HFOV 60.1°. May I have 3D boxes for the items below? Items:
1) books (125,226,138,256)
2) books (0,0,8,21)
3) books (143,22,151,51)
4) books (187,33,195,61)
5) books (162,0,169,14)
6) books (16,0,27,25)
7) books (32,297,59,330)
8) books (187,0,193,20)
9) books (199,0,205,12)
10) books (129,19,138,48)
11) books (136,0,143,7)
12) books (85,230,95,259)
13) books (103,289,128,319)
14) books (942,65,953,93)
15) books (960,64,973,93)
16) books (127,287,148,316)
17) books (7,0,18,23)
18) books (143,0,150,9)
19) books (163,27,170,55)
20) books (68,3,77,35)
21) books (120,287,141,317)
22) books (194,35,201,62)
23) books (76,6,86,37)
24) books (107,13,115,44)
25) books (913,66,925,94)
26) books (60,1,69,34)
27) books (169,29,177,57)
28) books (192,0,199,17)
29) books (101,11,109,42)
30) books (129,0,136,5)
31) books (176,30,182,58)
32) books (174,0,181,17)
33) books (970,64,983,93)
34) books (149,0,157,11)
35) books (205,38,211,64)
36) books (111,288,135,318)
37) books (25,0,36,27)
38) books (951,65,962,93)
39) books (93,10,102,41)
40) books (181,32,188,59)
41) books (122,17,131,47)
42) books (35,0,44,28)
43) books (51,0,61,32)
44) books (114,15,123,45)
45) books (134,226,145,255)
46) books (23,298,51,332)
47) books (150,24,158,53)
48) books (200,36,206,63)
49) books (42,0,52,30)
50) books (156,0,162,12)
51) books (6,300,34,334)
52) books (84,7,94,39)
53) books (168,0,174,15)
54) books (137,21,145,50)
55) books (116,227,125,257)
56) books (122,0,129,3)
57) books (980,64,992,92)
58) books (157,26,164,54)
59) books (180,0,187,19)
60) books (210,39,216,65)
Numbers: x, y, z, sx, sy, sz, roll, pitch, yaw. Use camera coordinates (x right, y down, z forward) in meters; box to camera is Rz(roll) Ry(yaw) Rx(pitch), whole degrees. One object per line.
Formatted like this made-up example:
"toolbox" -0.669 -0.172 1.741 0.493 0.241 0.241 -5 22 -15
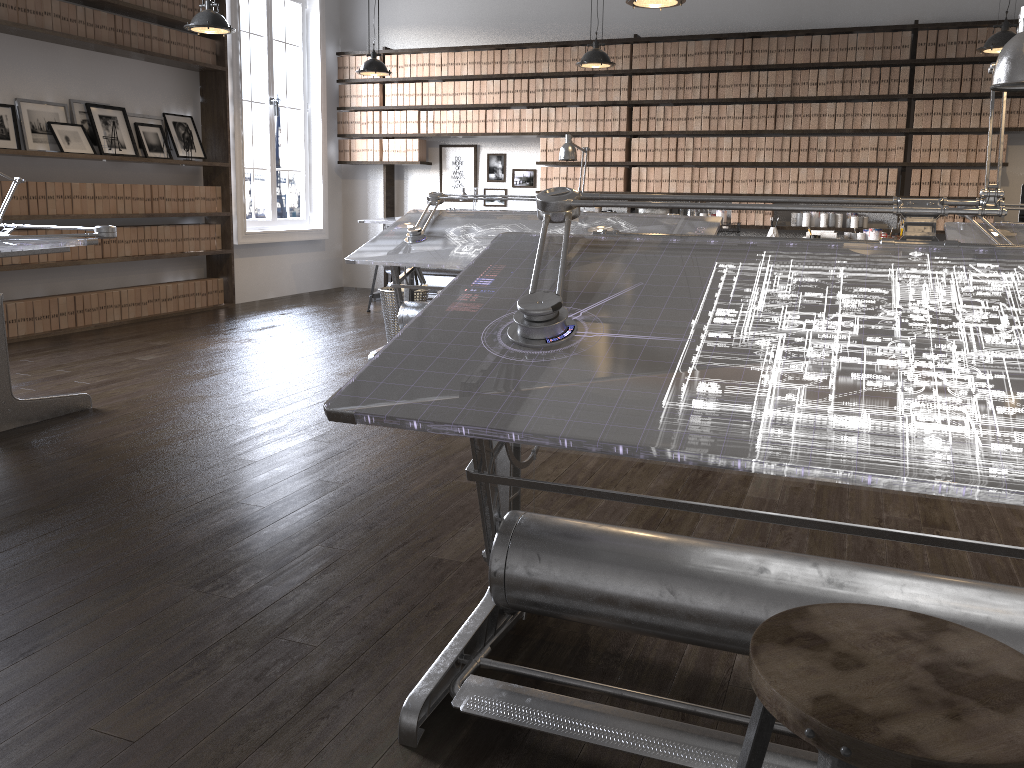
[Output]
"books" -3.006 -1.114 6.890 0.174 0.224 0.067 5 10 21
"books" -3.343 -2.441 5.709 0.174 0.224 0.067 5 10 21
"books" -2.891 -2.678 6.868 0.175 0.224 0.067 5 10 21
"books" -2.715 -2.767 7.308 0.174 0.224 0.067 5 10 21
"books" -2.807 -3.020 7.003 0.175 0.224 0.067 5 10 21
"books" -3.296 -2.468 5.841 0.175 0.224 0.067 5 10 21
"books" -3.294 -0.497 6.253 0.174 0.224 0.067 5 10 21
"books" -2.711 -3.074 7.264 0.175 0.224 0.067 5 10 21
"books" -2.657 -3.102 7.401 0.175 0.224 0.067 5 10 21
"books" -2.939 -2.651 6.736 0.174 0.224 0.067 5 10 21
"books" -2.911 -2.970 6.754 0.175 0.224 0.067 5 10 21
"books" -3.157 -1.034 6.494 0.174 0.224 0.067 5 10 21
"books" -3.058 -0.617 6.840 0.175 0.224 0.067 5 10 21
"books" 3.530 -2.462 7.198 0.067 0.223 0.176 5 11 21
"books" 3.659 -2.449 7.145 0.067 0.224 0.176 5 11 21
"books" -2.984 -0.654 7.025 0.175 0.224 0.067 5 10 21
"books" -3.322 -2.455 5.775 0.174 0.224 0.067 5 10 21
"books" -2.881 -2.983 6.817 0.175 0.224 0.067 5 10 21
"books" -2.817 -2.714 7.048 0.175 0.224 0.067 5 10 21
"books" -3.148 -2.545 6.218 0.174 0.224 0.067 5 10 21
"books" -3.012 -0.642 6.966 0.175 0.224 0.067 5 10 21
"books" -2.685 -2.781 7.374 0.175 0.224 0.067 5 10 21
"books" -3.119 -2.558 6.281 0.174 0.224 0.067 5 10 21
"books" -3.023 -2.610 6.534 0.175 0.224 0.067 5 10 21
"books" 3.336 -2.481 7.271 0.067 0.224 0.176 5 11 21
"books" -3.172 -2.532 6.153 0.175 0.224 0.067 5 10 21
"books" -2.789 -2.728 7.114 0.175 0.224 0.067 5 10 21
"books" -2.679 -3.087 7.331 0.175 0.224 0.067 5 10 21
"books" -3.045 -2.597 6.473 0.175 0.224 0.067 5 10 21
"books" -2.938 -2.957 6.690 0.174 0.224 0.067 5 10 21
"books" -2.767 -2.741 7.181 0.175 0.224 0.067 5 10 21
"books" -2.762 -3.047 7.133 0.174 0.224 0.067 5 10 21
"books" 3.731 -2.443 7.123 0.067 0.224 0.176 5 11 21
"books" -2.857 -2.996 6.885 0.175 0.224 0.067 5 10 21
"books" -2.642 -2.806 7.495 0.175 0.224 0.067 5 10 21
"books" -3.034 -0.630 6.907 0.175 0.224 0.067 5 10 21
"books" -3.266 -2.480 5.901 0.175 0.224 0.067 5 10 21
"books" 3.592 -2.457 7.176 0.067 0.223 0.176 5 11 21
"books" -3.064 -2.585 6.413 0.175 0.224 0.067 5 10 21
"books" -2.744 -2.755 7.245 0.174 0.224 0.067 5 10 21
"books" -2.969 -2.638 6.672 0.175 0.224 0.067 5 10 21
"books" -3.246 -2.493 5.964 0.175 0.224 0.067 5 10 21
"books" -3.194 -2.518 6.087 0.175 0.224 0.067 5 10 21
"books" -2.991 -2.623 6.601 0.175 0.224 0.067 5 10 21
"books" -2.979 -1.127 6.954 0.175 0.224 0.067 5 10 21
"books" -3.320 -0.484 6.187 0.175 0.224 0.067 5 10 21
"books" -2.861 -2.690 6.928 0.175 0.224 0.067 5 10 21
"books" -2.661 -2.793 7.435 0.175 0.224 0.067 5 10 21
"books" -3.222 -2.505 6.021 0.175 0.224 0.067 5 10 21
"books" -2.836 -3.008 6.943 0.175 0.224 0.067 5 10 21
"books" -3.368 -0.458 6.063 0.175 0.224 0.067 5 10 21
"books" -3.090 -2.571 6.347 0.175 0.224 0.067 5 10 21
"books" -2.788 -3.034 7.067 0.175 0.224 0.067 5 10 21
"books" -2.917 -2.664 6.802 0.174 0.224 0.067 5 10 21
"books" -3.051 -1.087 6.757 0.175 0.224 0.067 5 10 21
"books" -2.957 -2.943 6.624 0.175 0.224 0.067 5 10 21
"books" 3.796 -2.436 7.094 0.067 0.224 0.176 5 11 21
"books" -2.841 -2.703 6.991 0.175 0.224 0.067 5 10 21
"books" -2.733 -3.060 7.196 0.174 0.224 0.067 5 10 21
"books" -2.618 -2.819 7.560 0.175 0.224 0.067 5 10 21
